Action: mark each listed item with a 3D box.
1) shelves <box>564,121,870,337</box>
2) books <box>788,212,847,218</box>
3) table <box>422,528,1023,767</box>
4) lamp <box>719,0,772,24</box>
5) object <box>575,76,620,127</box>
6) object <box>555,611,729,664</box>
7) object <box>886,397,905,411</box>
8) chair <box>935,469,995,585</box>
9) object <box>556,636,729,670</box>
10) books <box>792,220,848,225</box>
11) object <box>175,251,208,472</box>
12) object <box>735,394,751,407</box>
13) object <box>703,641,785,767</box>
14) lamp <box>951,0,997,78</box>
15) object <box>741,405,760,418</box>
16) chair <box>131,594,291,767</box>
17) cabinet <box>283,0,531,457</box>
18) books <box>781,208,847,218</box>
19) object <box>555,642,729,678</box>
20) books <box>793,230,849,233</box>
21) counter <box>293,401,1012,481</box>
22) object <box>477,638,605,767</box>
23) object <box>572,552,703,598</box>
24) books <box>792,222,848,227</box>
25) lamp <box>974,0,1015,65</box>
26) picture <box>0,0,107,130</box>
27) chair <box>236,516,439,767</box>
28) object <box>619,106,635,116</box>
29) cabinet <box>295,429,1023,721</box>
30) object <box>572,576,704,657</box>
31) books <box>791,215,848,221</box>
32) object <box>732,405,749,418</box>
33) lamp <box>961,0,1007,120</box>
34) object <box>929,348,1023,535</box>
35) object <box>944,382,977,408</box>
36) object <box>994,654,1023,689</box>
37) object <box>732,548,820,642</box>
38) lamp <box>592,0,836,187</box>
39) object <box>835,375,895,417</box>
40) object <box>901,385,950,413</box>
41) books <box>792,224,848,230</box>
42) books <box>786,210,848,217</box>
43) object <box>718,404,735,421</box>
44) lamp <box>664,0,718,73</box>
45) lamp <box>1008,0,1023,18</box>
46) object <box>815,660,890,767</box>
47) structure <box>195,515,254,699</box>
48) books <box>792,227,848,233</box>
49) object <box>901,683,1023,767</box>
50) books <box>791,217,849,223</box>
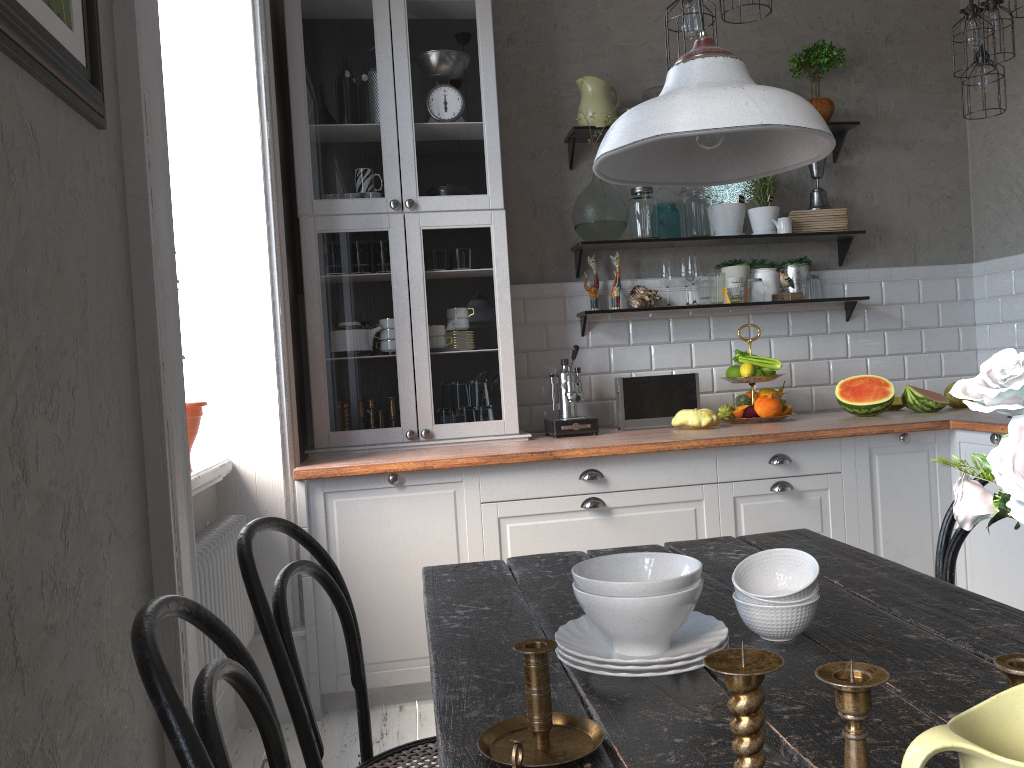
[{"bbox_3d":[0.928,-0.680,3.998,1.325,0.923,0.227,-4,1,-9],"label":"shelves"},{"bbox_3d":[1.391,-0.764,4.078,0.260,0.016,0.158,-3,1,4],"label":"books"},{"bbox_3d":[0.385,0.740,1.081,0.910,0.735,1.907,-4,1,-7],"label":"table"},{"bbox_3d":[0.645,-1.966,2.624,0.149,1.735,0.144,-4,1,-21],"label":"lamp"},{"bbox_3d":[0.375,-1.208,3.849,0.190,0.216,0.174,-3,1,6],"label":"object"},{"bbox_3d":[0.178,0.353,1.221,0.235,0.027,0.240,-3,1,15],"label":"object"},{"bbox_3d":[1.697,0.088,3.983,0.199,0.067,0.103,-4,1,-2],"label":"object"},{"bbox_3d":[0.785,0.613,1.616,0.554,0.920,0.434,-4,1,-11],"label":"chair"},{"bbox_3d":[0.179,0.362,1.221,0.242,0.027,0.232,-4,1,-40],"label":"object"},{"bbox_3d":[1.393,-0.732,4.079,0.262,0.011,0.157,-4,1,-3],"label":"books"},{"bbox_3d":[-1.023,-0.148,2.532,0.256,0.813,0.263,-3,1,19],"label":"object"},{"bbox_3d":[1.022,0.079,3.896,0.078,0.076,0.156,-3,1,19],"label":"object"},{"bbox_3d":[0.201,0.304,0.755,0.097,0.172,0.094,-4,1,-27],"label":"object"},{"bbox_3d":[1.687,-2.039,3.315,0.144,1.735,0.149,-3,1,24],"label":"lamp"},{"bbox_3d":[0.989,0.129,3.818,0.071,0.076,0.225,-4,1,-25],"label":"object"},{"bbox_3d":[-0.103,0.678,1.023,0.554,0.920,0.434,-4,1,-11],"label":"chair"},{"bbox_3d":[-0.439,-0.681,3.638,0.885,1.921,0.385,-4,1,-9],"label":"cabinet"},{"bbox_3d":[1.389,-0.785,4.078,0.262,0.011,0.157,-4,1,-3],"label":"books"},{"bbox_3d":[0.179,0.371,1.221,0.236,0.027,0.239,-3,1,10],"label":"object"},{"bbox_3d":[1.395,-0.688,4.080,0.262,0.011,0.157,-4,1,-6],"label":"books"},{"bbox_3d":[0.938,0.208,2.401,3.182,0.039,3.368,-4,1,-8],"label":"counter"},{"bbox_3d":[0.029,0.341,0.968,0.142,0.112,0.137,-4,1,-25],"label":"object"},{"bbox_3d":[0.174,0.297,1.220,0.182,0.094,0.177,-4,1,-17],"label":"object"},{"bbox_3d":[1.393,-0.721,4.079,0.261,0.016,0.158,-4,1,0],"label":"books"},{"bbox_3d":[1.913,-2.187,3.591,0.144,1.735,0.149,-3,1,34],"label":"lamp"},{"bbox_3d":[-0.598,-0.687,1.064,0.020,0.619,0.518,-4,1,-7],"label":"picture"},{"bbox_3d":[-0.143,0.673,1.506,0.548,0.920,0.439,-3,1,4],"label":"chair"},{"bbox_3d":[0.530,-1.165,3.933,0.104,0.111,0.102,-4,1,-8],"label":"object"},{"bbox_3d":[1.394,0.588,2.627,4.109,0.854,2.029,-3,1,38],"label":"cabinet"},{"bbox_3d":[0.176,0.317,1.220,0.182,0.094,0.177,-4,1,-17],"label":"object"},{"bbox_3d":[1.391,-0.753,4.079,0.262,0.011,0.157,-4,1,-3],"label":"books"},{"bbox_3d":[0.976,0.121,3.800,0.084,0.057,0.089,-3,1,24],"label":"object"},{"bbox_3d":[1.806,-1.926,3.470,0.150,1.735,0.144,-4,1,-36],"label":"lamp"},{"bbox_3d":[0.558,0.159,0.824,0.314,0.414,0.249,-4,1,-10],"label":"object"},{"bbox_3d":[1.966,0.046,3.880,0.129,0.119,0.208,-3,1,45],"label":"object"},{"bbox_3d":[0.397,0.296,0.678,0.059,0.167,0.059,-3,1,5],"label":"object"},{"bbox_3d":[0.386,0.310,1.297,0.124,0.119,0.128,-3,1,8],"label":"object"},{"bbox_3d":[0.260,-1.277,1.395,0.380,1.858,0.379,-4,1,-1],"label":"lamp"},{"bbox_3d":[1.484,0.051,3.727,0.233,0.174,0.219,-3,1,14],"label":"object"},{"bbox_3d":[1.748,0.059,3.719,0.228,0.127,0.146,-4,1,-26],"label":"object"},{"bbox_3d":[1.394,-0.710,4.079,0.260,0.016,0.158,-3,1,4],"label":"books"},{"bbox_3d":[1.390,-0.775,4.078,0.261,0.016,0.158,-4,1,0],"label":"books"},{"bbox_3d":[0.932,0.120,3.829,0.075,0.072,0.154,-3,1,22],"label":"object"},{"bbox_3d":[0.480,-1.797,2.603,0.150,1.735,0.143,-5,1,-41],"label":"lamp"},{"bbox_3d":[1.966,-2.316,3.428,0.150,1.735,0.144,-4,1,-36],"label":"lamp"},{"bbox_3d":[0.270,0.301,0.693,0.061,0.172,0.062,-3,1,13],"label":"object"},{"bbox_3d":[-0.836,0.642,2.321,0.150,0.428,1.214,-4,1,-9],"label":"structure"},{"bbox_3d":[1.395,-0.699,4.080,0.262,0.011,0.157,-4,1,-3],"label":"books"},{"bbox_3d":[0.352,0.298,0.587,0.133,0.170,0.153,-3,1,43],"label":"object"},{"bbox_3d":[1.392,-0.743,4.079,0.262,0.011,0.157,-4,1,-6],"label":"books"}]
